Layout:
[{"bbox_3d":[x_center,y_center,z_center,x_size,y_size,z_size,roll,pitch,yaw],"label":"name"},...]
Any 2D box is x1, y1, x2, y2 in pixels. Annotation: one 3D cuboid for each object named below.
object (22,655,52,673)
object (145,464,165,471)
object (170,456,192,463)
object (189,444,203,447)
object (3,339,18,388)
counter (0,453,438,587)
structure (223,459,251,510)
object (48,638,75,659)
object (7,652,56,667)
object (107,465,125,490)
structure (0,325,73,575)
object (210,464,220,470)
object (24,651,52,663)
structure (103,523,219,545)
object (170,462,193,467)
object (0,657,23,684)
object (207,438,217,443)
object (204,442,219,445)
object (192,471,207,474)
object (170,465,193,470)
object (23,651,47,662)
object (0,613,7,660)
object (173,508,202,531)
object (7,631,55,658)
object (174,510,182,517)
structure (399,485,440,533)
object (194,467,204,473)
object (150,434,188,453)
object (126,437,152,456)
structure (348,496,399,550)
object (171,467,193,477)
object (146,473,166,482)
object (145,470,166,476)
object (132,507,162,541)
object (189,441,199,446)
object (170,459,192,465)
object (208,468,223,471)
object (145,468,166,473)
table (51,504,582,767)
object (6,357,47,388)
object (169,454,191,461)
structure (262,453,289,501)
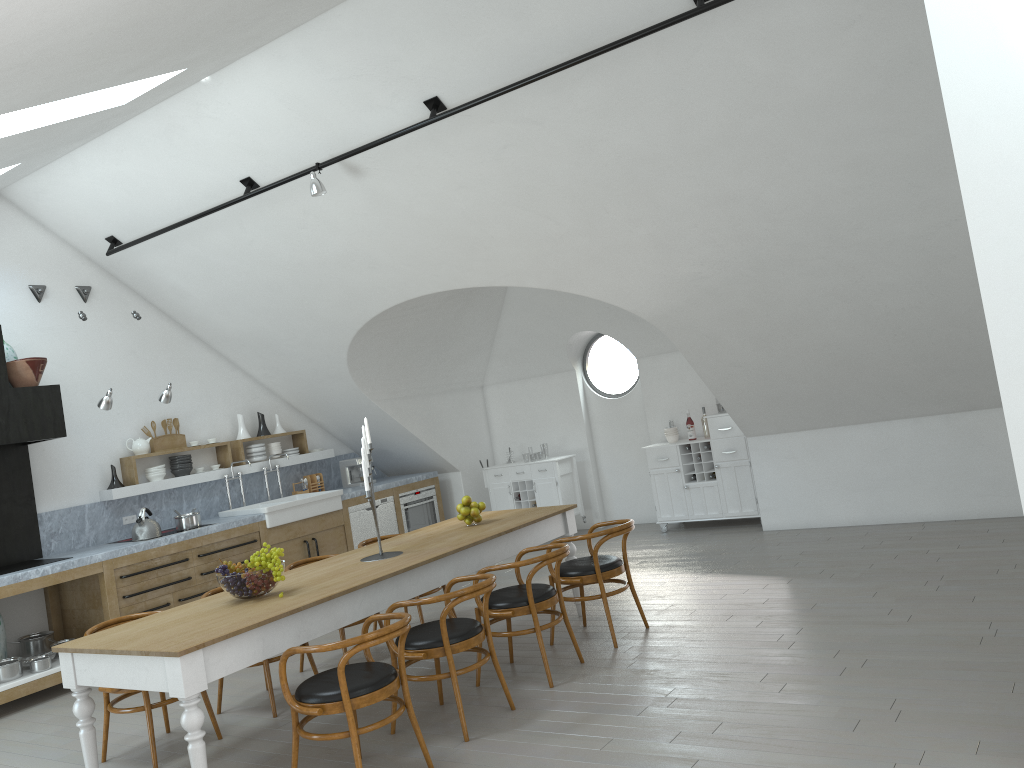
[{"bbox_3d":[-3.537,2.076,6.583,0.260,0.113,0.153,-10,-2,23],"label":"object"},{"bbox_3d":[-3.376,0.812,8.396,0.181,0.076,0.180,-9,-2,-18],"label":"object"},{"bbox_3d":[-3.224,0.762,8.636,0.205,0.084,0.205,-9,-2,-28],"label":"object"},{"bbox_3d":[-3.155,0.619,8.810,0.164,0.012,0.163,-8,-2,-38],"label":"object"},{"bbox_3d":[-4.208,-0.156,7.338,0.231,0.504,0.230,-9,-3,-14],"label":"object"},{"bbox_3d":[-3.069,1.083,8.148,0.959,0.620,6.584,-11,-2,34],"label":"counter"},{"bbox_3d":[-2.690,1.030,8.910,0.332,0.530,0.214,-10,-3,15],"label":"structure"},{"bbox_3d":[-3.553,2.081,7.018,0.182,0.134,0.308,-8,-2,-31],"label":"object"},{"bbox_3d":[-3.729,2.111,6.766,0.508,0.052,0.263,-10,-1,11],"label":"object"},{"bbox_3d":[-3.620,0.840,8.072,0.156,0.219,0.156,-10,-3,15],"label":"object"},{"bbox_3d":[-4.162,0.528,6.896,0.778,1.887,1.077,-11,-3,34],"label":"structure"},{"bbox_3d":[-2.999,0.845,8.969,0.098,0.049,0.098,-10,-2,32],"label":"object"},{"bbox_3d":[-3.606,2.087,6.768,0.041,0.045,0.247,-11,-2,33],"label":"object"},{"bbox_3d":[-3.113,1.352,7.885,0.645,0.041,0.738,-10,-2,34],"label":"structure"},{"bbox_3d":[-3.211,0.807,8.626,0.205,0.086,0.205,-9,-2,-13],"label":"object"},{"bbox_3d":[-3.745,2.087,6.472,0.378,0.164,0.223,-10,-2,23],"label":"object"},{"bbox_3d":[-3.039,0.580,8.989,0.098,0.049,0.098,-10,-2,32],"label":"object"},{"bbox_3d":[-3.035,0.603,8.988,0.164,0.012,0.163,-8,-2,-38],"label":"object"},{"bbox_3d":[-3.103,0.882,8.809,0.164,0.012,0.163,-8,-2,-38],"label":"object"},{"bbox_3d":[-3.213,0.835,8.625,0.205,0.086,0.205,-9,-2,-18],"label":"object"},{"bbox_3d":[-3.661,2.101,6.816,0.061,0.035,0.170,-11,-2,34],"label":"object"},{"bbox_3d":[-4.010,1.961,6.799,0.231,0.499,0.230,-9,-3,-14],"label":"object"},{"bbox_3d":[-2.907,1.235,8.084,0.232,0.170,0.394,-10,-2,14],"label":"object"},{"bbox_3d":[-3.934,2.117,7.146,0.456,0.197,0.267,-9,-2,-21],"label":"object"},{"bbox_3d":[-2.983,1.220,8.038,0.235,0.167,0.051,-10,-3,29],"label":"object"},{"bbox_3d":[-1.270,1.556,10.271,0.629,0.637,0.633,-11,-3,34],"label":"structure"},{"bbox_3d":[-3.107,0.859,8.810,0.098,0.049,0.098,-10,-2,32],"label":"object"},{"bbox_3d":[-3.334,0.567,8.595,0.084,0.158,0.354,-11,-2,34],"label":"object"},{"bbox_3d":[-3.501,0.584,8.334,0.174,0.169,0.168,-10,-2,18],"label":"object"},{"bbox_3d":[-1.680,1.706,9.643,0.597,0.824,0.725,-11,-3,34],"label":"structure"},{"bbox_3d":[-3.209,0.861,8.624,0.205,0.072,0.206,-10,-2,22],"label":"object"},{"bbox_3d":[-3.366,0.886,8.389,0.181,0.064,0.180,-8,-2,-33],"label":"object"},{"bbox_3d":[-3.370,0.864,8.390,0.181,0.065,0.180,-9,-2,-18],"label":"object"},{"bbox_3d":[-3.181,1.205,7.688,0.245,0.268,0.246,-12,-3,44],"label":"object"},{"bbox_3d":[-3.159,0.596,8.812,0.098,0.049,0.098,-10,-2,32],"label":"object"},{"bbox_3d":[-3.220,0.786,8.630,0.205,0.072,0.206,-10,-2,22],"label":"object"},{"bbox_3d":[-2.996,0.868,8.968,0.164,0.012,0.163,-8,-2,-38],"label":"object"},{"bbox_3d":[-3.373,0.841,8.393,0.181,0.069,0.180,-8,-2,-38],"label":"object"},{"bbox_3d":[-0.810,1.467,5.357,1.016,0.800,3.353,-11,-2,34],"label":"table"},{"bbox_3d":[-3.929,-0.070,7.134,0.348,0.237,0.365,-8,-2,-38],"label":"object"},{"bbox_3d":[-3.232,0.735,8.637,0.205,0.080,0.206,-11,-2,37],"label":"object"},{"bbox_3d":[-2.416,0.994,9.314,0.332,0.530,0.214,-10,-3,15],"label":"structure"}]
